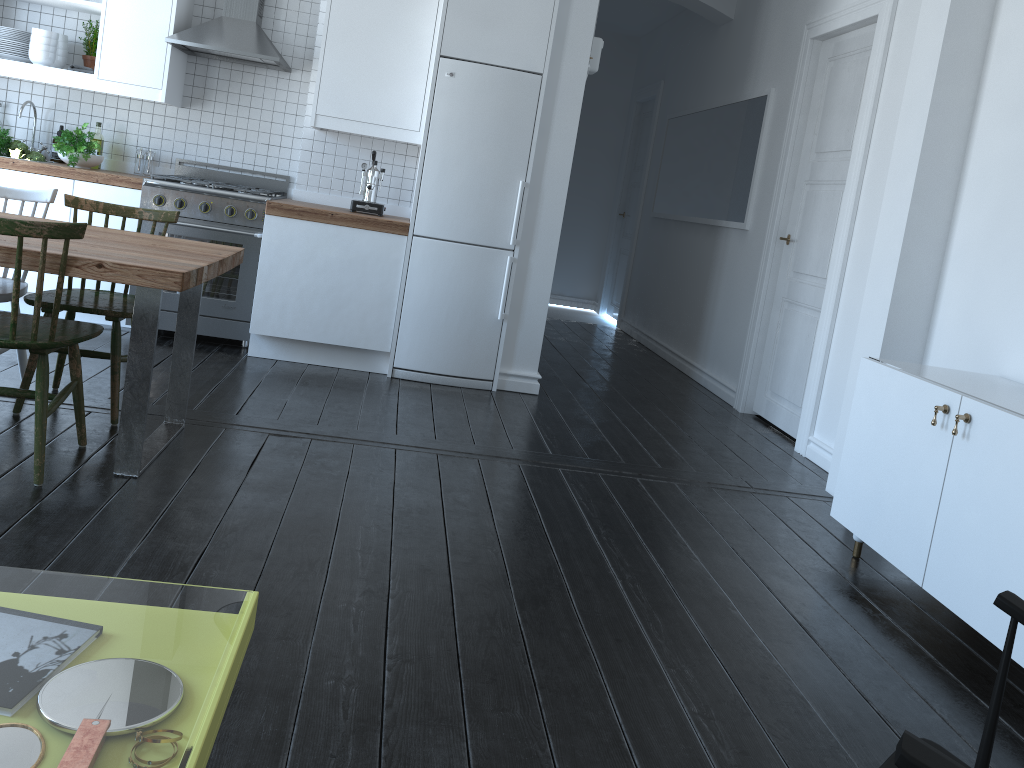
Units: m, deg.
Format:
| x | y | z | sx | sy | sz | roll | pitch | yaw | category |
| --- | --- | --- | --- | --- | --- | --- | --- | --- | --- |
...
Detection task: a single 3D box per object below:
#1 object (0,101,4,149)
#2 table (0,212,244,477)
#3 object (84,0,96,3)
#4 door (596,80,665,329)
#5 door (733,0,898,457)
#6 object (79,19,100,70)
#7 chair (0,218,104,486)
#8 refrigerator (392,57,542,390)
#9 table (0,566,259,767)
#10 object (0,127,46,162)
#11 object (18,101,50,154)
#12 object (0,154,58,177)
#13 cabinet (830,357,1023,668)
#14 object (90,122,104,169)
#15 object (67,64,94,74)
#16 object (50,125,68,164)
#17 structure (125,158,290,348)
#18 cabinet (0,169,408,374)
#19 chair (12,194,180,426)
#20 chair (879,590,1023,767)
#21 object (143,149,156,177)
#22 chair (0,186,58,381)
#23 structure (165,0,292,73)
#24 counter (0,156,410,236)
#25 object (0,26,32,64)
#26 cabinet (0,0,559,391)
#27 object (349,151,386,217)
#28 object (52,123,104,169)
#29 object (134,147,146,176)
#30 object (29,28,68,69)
| x | y | z | sx | sy | sz | roll | pitch | yaw | category |
| --- | --- | --- | --- | --- | --- | --- | --- | --- | --- |
| -3.132 | -1.559 | 5.331 | 0.097 | 0.314 | 0.099 | 8 | 6 | -8 | object |
| -2.214 | -0.255 | 3.094 | 2.221 | 0.708 | 1.037 | 8 | 10 | -8 | table |
| -2.455 | -2.266 | 5.108 | 0.086 | 0.118 | 0.087 | 3 | 10 | -39 | object |
| 1.258 | -1.869 | 9.221 | 0.116 | 2.447 | 1.087 | 9 | 6 | -8 | door |
| 1.741 | -0.925 | 5.082 | 0.116 | 2.447 | 1.057 | 9 | 6 | -8 | door |
| -2.502 | -2.030 | 5.307 | 0.167 | 0.362 | 0.171 | 13 | 7 | 29 | object |
| -1.589 | -0.151 | 2.817 | 0.466 | 0.817 | 0.493 | 8 | 7 | -9 | chair |
| -0.288 | -0.940 | 5.224 | 0.575 | 1.781 | 0.691 | 8 | 6 | -8 | refrigerator |
| -1.097 | 0.510 | 1.072 | 1.397 | 0.395 | 0.611 | 8 | 10 | -8 | table |
| -2.915 | -1.348 | 5.076 | 0.467 | 0.304 | 0.289 | 2 | 11 | -35 | object |
| -2.863 | -1.513 | 5.280 | 0.188 | 0.348 | 0.279 | 5 | 9 | -31 | object |
| -2.909 | -1.273 | 5.152 | 0.371 | 0.110 | 0.360 | 8 | 11 | -8 | object |
| 1.551 | 0.420 | 2.729 | 0.588 | 0.725 | 1.223 | 8 | 10 | -8 | cabinet |
| -2.532 | -1.454 | 5.366 | 0.066 | 0.279 | 0.067 | 8 | 6 | -13 | object |
| -2.522 | -1.844 | 5.188 | 0.245 | 0.042 | 0.282 | 6 | 12 | -15 | object |
| -2.762 | -1.465 | 5.380 | 0.085 | 0.228 | 0.086 | 4 | 8 | -43 | object |
| -1.797 | -0.794 | 5.258 | 0.699 | 1.007 | 0.734 | 8 | 7 | -8 | structure |
| -2.207 | -0.746 | 5.209 | 3.182 | 0.806 | 0.740 | 9 | 8 | 1 | cabinet |
| -1.673 | -0.318 | 3.552 | 0.466 | 0.818 | 0.493 | 8 | 7 | -9 | chair |
| 0.727 | 0.526 | 0.939 | 0.918 | 0.993 | 0.612 | 15 | 9 | 37 | chair |
| -2.239 | -1.366 | 5.436 | 0.059 | 0.171 | 0.060 | 10 | 6 | 5 | object |
| -2.156 | -0.395 | 3.505 | 0.465 | 0.833 | 0.518 | 8 | 7 | -8 | chair |
| -1.566 | -2.575 | 5.186 | 0.632 | 1.290 | 0.536 | 8 | 6 | -8 | structure |
| -2.139 | -1.155 | 5.113 | 3.091 | 0.073 | 0.862 | 8 | 12 | -7 | counter |
| -2.957 | -1.995 | 5.195 | 0.299 | 0.192 | 0.311 | 8 | 10 | -7 | object |
| -1.768 | -1.455 | 5.154 | 3.784 | 2.346 | 0.790 | 9 | 6 | -4 | cabinet |
| -0.826 | -1.181 | 5.173 | 0.205 | 0.365 | 0.359 | 8 | 8 | -8 | object |
| -2.529 | -1.398 | 5.138 | 0.270 | 0.266 | 0.345 | 7 | 10 | -18 | object |
| -2.302 | -1.379 | 5.449 | 0.059 | 0.171 | 0.060 | 10 | 6 | 5 | object |
| -2.720 | -1.962 | 5.171 | 0.149 | 0.213 | 0.315 | 8 | 10 | -10 | object |
